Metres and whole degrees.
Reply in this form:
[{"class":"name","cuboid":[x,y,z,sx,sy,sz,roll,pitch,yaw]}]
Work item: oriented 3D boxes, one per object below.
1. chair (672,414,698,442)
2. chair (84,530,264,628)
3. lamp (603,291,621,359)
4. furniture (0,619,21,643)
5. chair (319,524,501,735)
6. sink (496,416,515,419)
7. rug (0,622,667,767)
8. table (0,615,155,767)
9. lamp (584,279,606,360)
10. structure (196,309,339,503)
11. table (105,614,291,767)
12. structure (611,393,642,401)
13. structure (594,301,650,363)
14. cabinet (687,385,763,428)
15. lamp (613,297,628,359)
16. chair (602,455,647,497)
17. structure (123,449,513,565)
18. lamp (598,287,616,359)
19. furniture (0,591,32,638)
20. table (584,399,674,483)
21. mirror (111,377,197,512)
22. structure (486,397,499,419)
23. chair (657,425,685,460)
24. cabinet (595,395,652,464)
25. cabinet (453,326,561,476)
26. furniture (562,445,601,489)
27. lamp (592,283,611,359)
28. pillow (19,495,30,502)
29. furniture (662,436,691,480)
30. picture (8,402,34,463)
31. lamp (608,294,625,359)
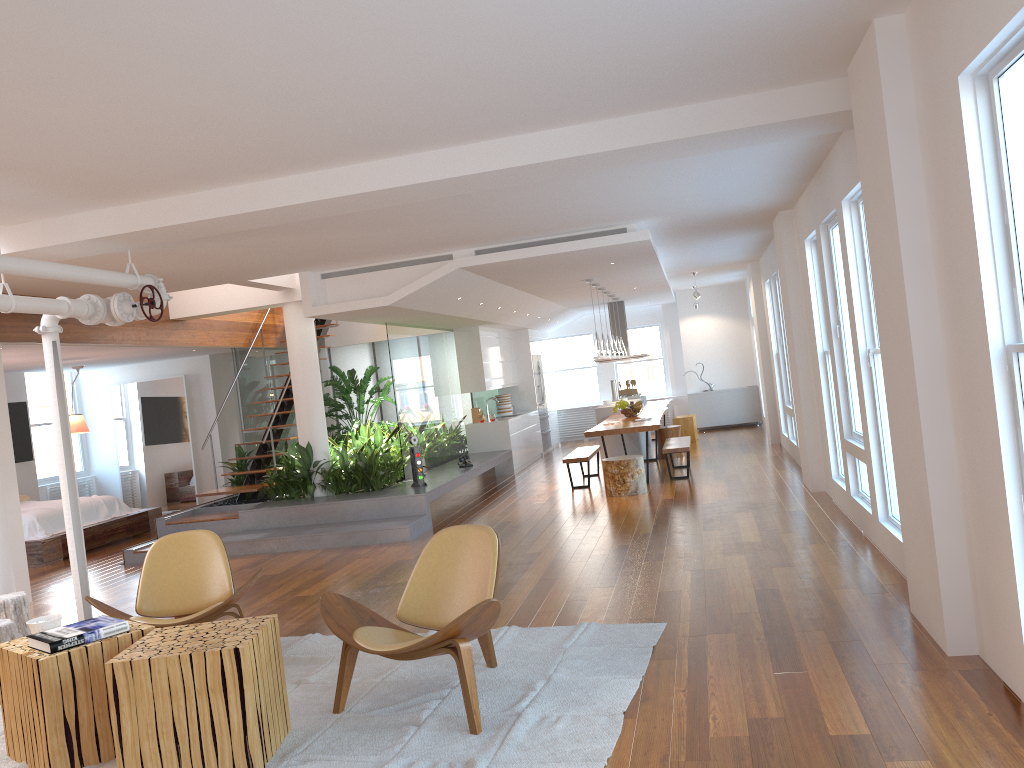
[{"class":"chair","cuboid":[2.950,0.765,15.082,0.344,0.430,0.549,-7,0,16]},{"class":"chair","cuboid":[-1.813,1.265,5.040,0.856,0.752,0.867,-7,0,17]},{"class":"lamp","cuboid":[1.460,-0.905,13.073,0.160,1.060,0.160,-7,1,39]},{"class":"furniture","cuboid":[-3.115,1.616,5.362,0.294,0.333,0.292,-7,0,-18]},{"class":"chair","cuboid":[-0.355,1.098,3.996,0.867,0.752,0.856,-7,0,-28]},{"class":"sink","cuboid":[-0.093,0.655,14.557,0.449,0.192,0.666,-7,0,12]},{"class":"rug","cuboid":[-1.313,1.551,3.691,3.525,0.057,3.478,-7,0,16]},{"class":"table","cuboid":[-1.938,1.398,3.993,0.548,0.534,0.489,-6,1,42]},{"class":"lamp","cuboid":[1.016,-0.836,10.951,0.160,1.060,0.160,-7,1,39]},{"class":"structure","cuboid":[-2.236,-0.653,12.181,2.552,4.265,4.591,-7,0,12]},{"class":"table","cuboid":[-1.284,1.322,3.702,0.548,0.534,0.489,-7,0,0]},{"class":"structure","cuboid":[2.011,0.219,15.495,0.520,0.073,0.650,-7,0,12]},{"class":"structure","cuboid":[1.849,-1.102,15.457,0.909,1.405,0.900,-7,0,12]},{"class":"cabinet","cuboid":[4.038,0.466,16.849,1.309,0.725,0.420,-7,0,12]},{"class":"lamp","cuboid":[1.756,-0.951,14.487,0.160,1.060,0.160,-7,1,39]},{"class":"chair","cuboid":[1.255,1.022,9.894,0.460,0.400,0.460,-7,0,22]},{"class":"structure","cuboid":[-1.917,1.414,11.504,3.088,0.386,5.584,-7,0,12]},{"class":"lamp","cuboid":[1.312,-0.882,12.365,0.160,1.060,0.160,-7,1,39]},{"class":"furniture","cuboid":[-3.262,1.588,5.753,0.290,0.418,0.298,-7,0,-25]},{"class":"table","cuboid":[1.922,0.765,13.164,0.893,0.704,5.996,-7,0,12]},{"class":"mirror","cuboid":[-5.590,0.974,13.829,1.267,2.044,0.049,-7,0,12]},{"class":"structure","cuboid":[-0.300,0.481,14.624,0.248,0.536,0.115,-7,0,12]},{"class":"chair","cuboid":[2.296,0.853,12.957,0.396,0.455,0.402,-7,0,2]},{"class":"cabinet","cuboid":[1.875,0.696,14.598,0.597,0.832,2.936,-7,0,12]},{"class":"cabinet","cuboid":[0.045,0.195,15.569,0.676,2.280,4.565,-7,0,12]},{"class":"furniture","cuboid":[0.928,1.060,11.332,0.316,0.389,1.433,-7,0,12]},{"class":"lamp","cuboid":[1.164,-0.859,11.658,0.160,1.060,0.160,-7,1,39]},{"class":"pillow","cuboid":[-6.678,1.567,11.051,0.467,0.212,1.410,-7,0,10]},{"class":"furniture","cuboid":[2.087,0.922,11.085,0.316,0.389,1.433,-7,0,12]},{"class":"picture","cuboid":[-7.236,0.723,11.304,0.001,0.854,2.969,-7,0,12]},{"class":"lamp","cuboid":[1.608,-0.928,13.780,0.160,1.060,0.160,-7,1,39]}]
